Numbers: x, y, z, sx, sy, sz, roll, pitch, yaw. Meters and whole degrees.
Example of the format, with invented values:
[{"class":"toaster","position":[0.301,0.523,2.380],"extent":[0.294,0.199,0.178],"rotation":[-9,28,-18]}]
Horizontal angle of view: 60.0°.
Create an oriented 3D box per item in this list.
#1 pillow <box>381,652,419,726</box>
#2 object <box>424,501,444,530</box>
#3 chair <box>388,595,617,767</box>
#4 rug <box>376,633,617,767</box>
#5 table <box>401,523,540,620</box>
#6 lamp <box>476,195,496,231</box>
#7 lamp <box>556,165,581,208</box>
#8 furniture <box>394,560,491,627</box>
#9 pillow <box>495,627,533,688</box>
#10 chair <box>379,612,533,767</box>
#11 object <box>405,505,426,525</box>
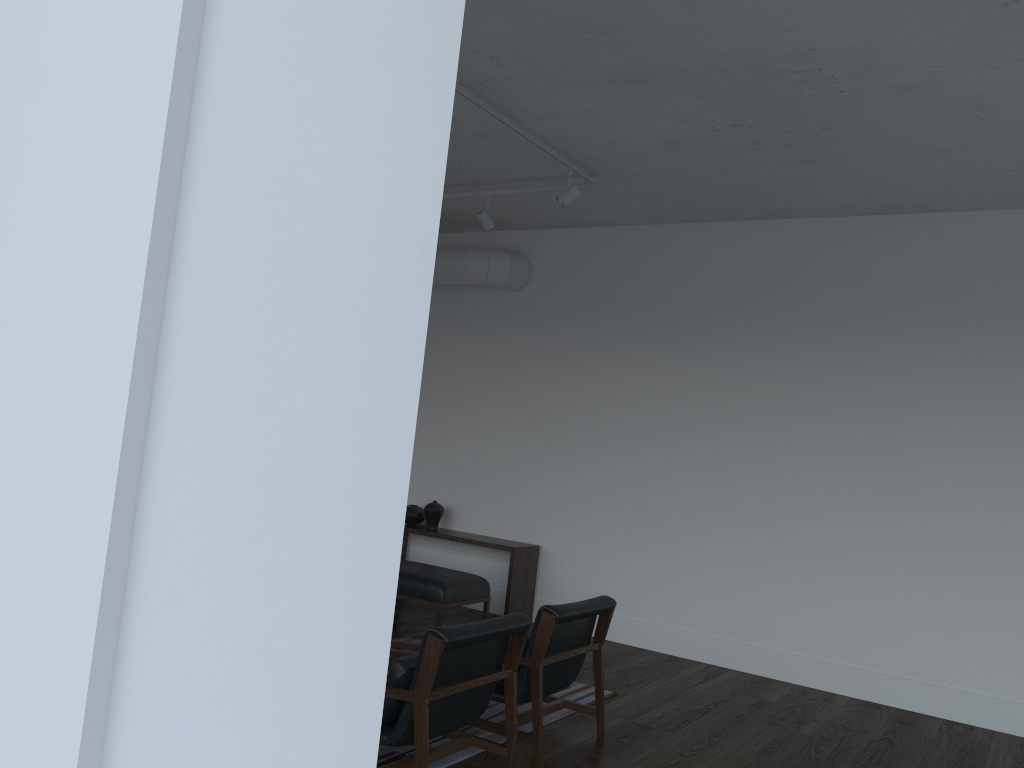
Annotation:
[{"class":"pillow","position":[-0.351,1.220,3.621],"extent":[0.246,0.293,0.612],"rotation":[4,-5,32]},{"class":"object","position":[-0.661,1.102,7.478],"extent":[0.171,0.236,0.171],"rotation":[3,-5,37]},{"class":"chair","position":[-0.076,1.352,4.438],"extent":[0.983,0.698,0.678],"rotation":[4,-5,32]},{"class":"rug","position":[-1.683,1.566,5.080],"extent":[3.760,0.012,2.735],"rotation":[4,-5,32]},{"class":"table","position":[-0.484,1.537,7.273],"extent":[1.362,0.617,0.375],"rotation":[4,-5,32]},{"class":"lamp","position":[-0.176,-1.237,6.327],"extent":[0.154,0.285,0.100],"rotation":[9,-5,-34]},{"class":"lamp","position":[0.356,-1.232,5.524],"extent":[0.154,0.285,0.088],"rotation":[7,-4,-12]},{"class":"furniture","position":[-0.659,1.520,6.225],"extent":[0.827,0.476,0.583],"rotation":[4,-5,32]},{"class":"pillow","position":[0.091,1.316,4.332],"extent":[0.246,0.293,0.612],"rotation":[4,-5,32]},{"class":"chair","position":[-0.518,1.256,3.727],"extent":[0.983,0.698,0.678],"rotation":[4,-5,32]},{"class":"object","position":[-0.853,1.124,7.610],"extent":[0.245,0.168,0.245],"rotation":[5,-4,24]}]
